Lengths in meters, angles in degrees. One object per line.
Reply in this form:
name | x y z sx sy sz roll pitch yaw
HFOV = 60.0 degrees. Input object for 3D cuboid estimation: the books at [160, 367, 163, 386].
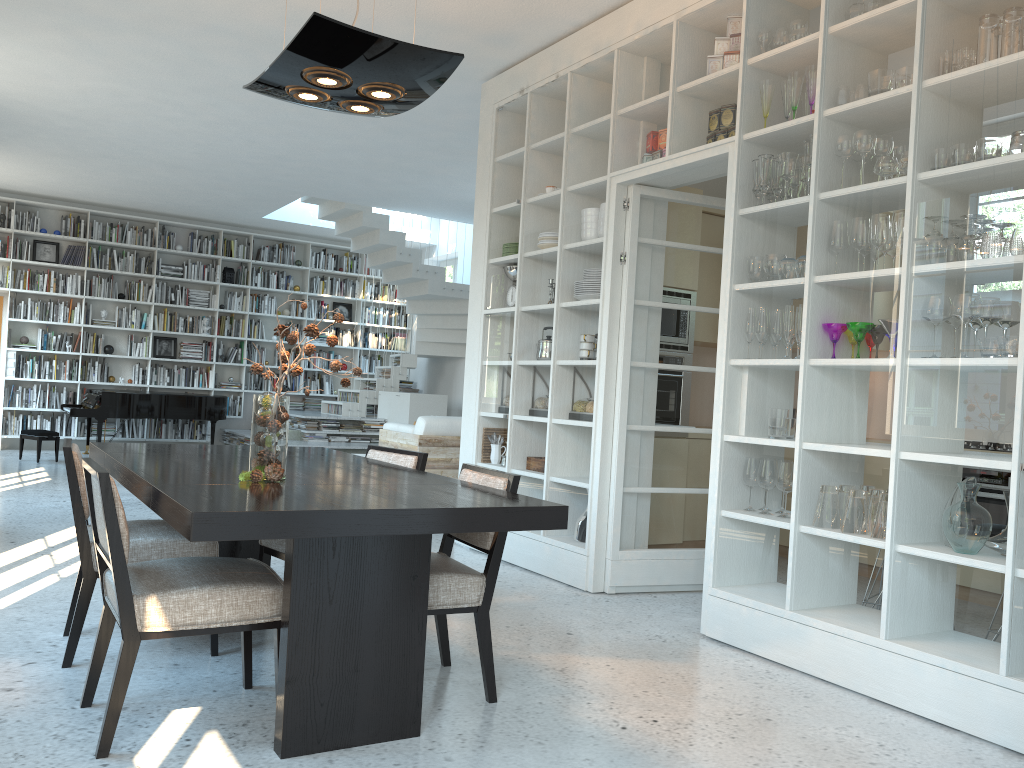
books | -4.800 -0.104 12.112 0.027 0.245 0.179 3 0 -31

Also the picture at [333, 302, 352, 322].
picture | -2.576 -1.085 13.492 0.300 0.300 0.077 4 0 -31

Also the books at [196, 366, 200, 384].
books | -4.390 -0.100 12.370 0.014 0.294 0.137 3 0 -31

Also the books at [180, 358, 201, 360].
books | -4.469 -0.344 12.315 0.254 0.012 0.161 4 -1 -29

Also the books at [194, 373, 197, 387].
books | -4.422 -0.058 12.339 0.023 0.204 0.167 3 0 -31

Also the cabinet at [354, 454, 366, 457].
cabinet | -1.156 0.832 7.207 0.380 0.487 0.502 4 0 -31

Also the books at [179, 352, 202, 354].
books | -4.464 -0.427 12.316 0.285 0.012 0.159 4 -1 -29

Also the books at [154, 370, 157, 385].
books | -4.870 -0.090 12.078 0.024 0.208 0.170 3 0 -31

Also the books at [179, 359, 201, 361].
books | -4.467 -0.331 12.312 0.254 0.012 0.161 4 -1 -35

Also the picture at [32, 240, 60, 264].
picture | -5.994 -1.690 11.405 0.300 0.300 0.077 4 0 -31

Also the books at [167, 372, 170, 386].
books | -4.724 -0.068 12.146 0.029 0.184 0.174 3 0 -31

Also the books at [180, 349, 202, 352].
books | -4.458 -0.463 12.310 0.285 0.012 0.159 4 -1 -26

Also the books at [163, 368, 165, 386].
books | -4.777 -0.101 12.144 0.021 0.244 0.141 3 0 -31

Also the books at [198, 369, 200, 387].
books | -4.383 -0.081 12.384 0.014 0.256 0.145 3 0 -31

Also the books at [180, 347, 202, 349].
books | -4.457 -0.499 12.312 0.254 0.012 0.161 4 -1 -35

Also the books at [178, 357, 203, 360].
books | -4.465 -0.356 12.309 0.285 0.012 0.159 4 -1 -36

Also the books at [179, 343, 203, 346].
books | -4.453 -0.548 12.310 0.285 0.012 0.159 4 -1 -36

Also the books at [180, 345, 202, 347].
books | -4.456 -0.524 12.312 0.254 0.012 0.161 4 -1 -35

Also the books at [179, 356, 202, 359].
books | -4.469 -0.368 12.318 0.285 0.012 0.159 4 -1 -32

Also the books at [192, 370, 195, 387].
books | -4.443 -0.074 12.339 0.014 0.235 0.154 3 0 -31

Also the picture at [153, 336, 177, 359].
picture | -4.768 -0.498 12.188 0.300 0.300 0.077 4 0 -31

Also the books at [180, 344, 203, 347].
books | -4.457 -0.536 12.316 0.285 0.012 0.159 4 -1 -29

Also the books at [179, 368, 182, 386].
books | -4.592 -0.094 12.265 0.025 0.254 0.136 3 0 -31

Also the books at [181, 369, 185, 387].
books | -4.556 -0.087 12.256 0.026 0.245 0.191 3 0 -31

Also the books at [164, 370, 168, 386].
books | -4.747 -0.086 12.137 0.023 0.217 0.174 3 0 -31

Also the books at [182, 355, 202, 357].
books | -4.463 -0.392 12.310 0.254 0.012 0.161 4 -1 -36

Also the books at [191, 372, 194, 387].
books | -4.455 -0.061 12.320 0.024 0.207 0.183 3 0 -31

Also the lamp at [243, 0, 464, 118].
lamp | -0.532 -1.582 3.001 0.530 1.221 0.796 3 0 -31

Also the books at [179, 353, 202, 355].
books | -4.466 -0.415 12.318 0.285 0.012 0.159 4 -1 -30

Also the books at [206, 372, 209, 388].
books | -4.275 -0.054 12.424 0.011 0.216 0.166 3 0 -31

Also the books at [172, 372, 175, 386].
books | -4.668 -0.070 12.186 0.023 0.196 0.165 3 0 -31

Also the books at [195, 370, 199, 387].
books | -4.401 -0.071 12.351 0.023 0.234 0.174 3 0 -31

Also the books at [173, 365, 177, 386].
books | -4.650 -0.117 12.210 0.026 0.291 0.152 3 0 -31

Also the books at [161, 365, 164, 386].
books | -4.781 -0.121 12.120 0.013 0.282 0.166 3 0 -31

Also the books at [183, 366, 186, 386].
books | -4.550 -0.107 12.286 0.014 0.286 0.134 3 0 -31

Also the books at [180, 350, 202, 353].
books | -4.459 -0.451 12.310 0.254 0.012 0.161 4 -1 -36

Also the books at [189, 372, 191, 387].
books | -4.491 -0.061 12.313 0.021 0.203 0.128 3 0 -31

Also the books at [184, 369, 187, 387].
books | -4.537 -0.089 12.287 0.011 0.251 0.158 3 0 -31

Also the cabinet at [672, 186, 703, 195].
cabinet | 2.406 -0.021 5.034 1.969 2.568 4.424 4 -1 -31

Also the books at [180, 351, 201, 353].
books | -4.459 -0.439 12.309 0.285 0.012 0.159 4 -1 -26

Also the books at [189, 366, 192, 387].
books | -4.469 -0.107 12.313 0.012 0.296 0.177 3 0 -31

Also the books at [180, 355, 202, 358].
books | -4.463 -0.380 12.309 0.285 0.012 0.159 4 -1 -26

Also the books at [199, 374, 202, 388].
books | -4.356 -0.043 12.373 0.023 0.183 0.169 3 0 -31

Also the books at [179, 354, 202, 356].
books | -4.468 -0.403 12.320 0.285 0.012 0.159 4 -1 -31

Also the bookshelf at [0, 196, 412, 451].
bookshelf | -4.355 -0.596 12.302 6.299 3.142 0.330 4 0 -31

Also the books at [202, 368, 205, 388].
books | -4.330 -0.085 12.401 0.026 0.272 0.175 3 0 -31

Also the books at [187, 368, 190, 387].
books | -4.502 -0.093 12.288 0.028 0.264 0.161 3 0 -31

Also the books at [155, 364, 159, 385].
books | -4.855 -0.130 12.106 0.027 0.290 0.140 3 0 -31

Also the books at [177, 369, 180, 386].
books | -4.608 -0.086 12.238 0.031 0.237 0.159 3 0 -31

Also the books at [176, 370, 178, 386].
books | -4.635 -0.080 12.230 0.025 0.220 0.140 3 0 -31

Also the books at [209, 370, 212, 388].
books | -4.243 -0.067 12.437 0.033 0.246 0.176 3 0 -31

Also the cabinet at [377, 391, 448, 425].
cabinet | -1.322 0.450 11.493 0.551 0.668 0.992 4 -1 -31

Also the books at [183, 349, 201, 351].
books | -4.460 -0.475 12.314 0.254 0.012 0.161 4 -1 -28

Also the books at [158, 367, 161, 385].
books | -4.831 -0.107 12.114 0.024 0.247 0.132 3 0 -31

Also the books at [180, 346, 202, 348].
books | -4.458 -0.512 12.314 0.254 0.012 0.161 4 -1 -34

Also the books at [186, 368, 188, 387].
books | -4.522 -0.093 12.284 0.010 0.261 0.181 3 0 -31

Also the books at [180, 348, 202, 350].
books | -4.459 -0.487 12.314 0.254 0.012 0.161 4 -1 -34

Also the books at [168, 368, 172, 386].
books | -4.701 -0.093 12.167 0.029 0.238 0.165 3 0 -31

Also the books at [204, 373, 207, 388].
books | -4.297 -0.053 12.410 0.042 0.212 0.169 3 0 -31

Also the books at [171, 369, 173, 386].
books | -4.688 -0.088 12.187 0.013 0.230 0.138 3 0 -31
